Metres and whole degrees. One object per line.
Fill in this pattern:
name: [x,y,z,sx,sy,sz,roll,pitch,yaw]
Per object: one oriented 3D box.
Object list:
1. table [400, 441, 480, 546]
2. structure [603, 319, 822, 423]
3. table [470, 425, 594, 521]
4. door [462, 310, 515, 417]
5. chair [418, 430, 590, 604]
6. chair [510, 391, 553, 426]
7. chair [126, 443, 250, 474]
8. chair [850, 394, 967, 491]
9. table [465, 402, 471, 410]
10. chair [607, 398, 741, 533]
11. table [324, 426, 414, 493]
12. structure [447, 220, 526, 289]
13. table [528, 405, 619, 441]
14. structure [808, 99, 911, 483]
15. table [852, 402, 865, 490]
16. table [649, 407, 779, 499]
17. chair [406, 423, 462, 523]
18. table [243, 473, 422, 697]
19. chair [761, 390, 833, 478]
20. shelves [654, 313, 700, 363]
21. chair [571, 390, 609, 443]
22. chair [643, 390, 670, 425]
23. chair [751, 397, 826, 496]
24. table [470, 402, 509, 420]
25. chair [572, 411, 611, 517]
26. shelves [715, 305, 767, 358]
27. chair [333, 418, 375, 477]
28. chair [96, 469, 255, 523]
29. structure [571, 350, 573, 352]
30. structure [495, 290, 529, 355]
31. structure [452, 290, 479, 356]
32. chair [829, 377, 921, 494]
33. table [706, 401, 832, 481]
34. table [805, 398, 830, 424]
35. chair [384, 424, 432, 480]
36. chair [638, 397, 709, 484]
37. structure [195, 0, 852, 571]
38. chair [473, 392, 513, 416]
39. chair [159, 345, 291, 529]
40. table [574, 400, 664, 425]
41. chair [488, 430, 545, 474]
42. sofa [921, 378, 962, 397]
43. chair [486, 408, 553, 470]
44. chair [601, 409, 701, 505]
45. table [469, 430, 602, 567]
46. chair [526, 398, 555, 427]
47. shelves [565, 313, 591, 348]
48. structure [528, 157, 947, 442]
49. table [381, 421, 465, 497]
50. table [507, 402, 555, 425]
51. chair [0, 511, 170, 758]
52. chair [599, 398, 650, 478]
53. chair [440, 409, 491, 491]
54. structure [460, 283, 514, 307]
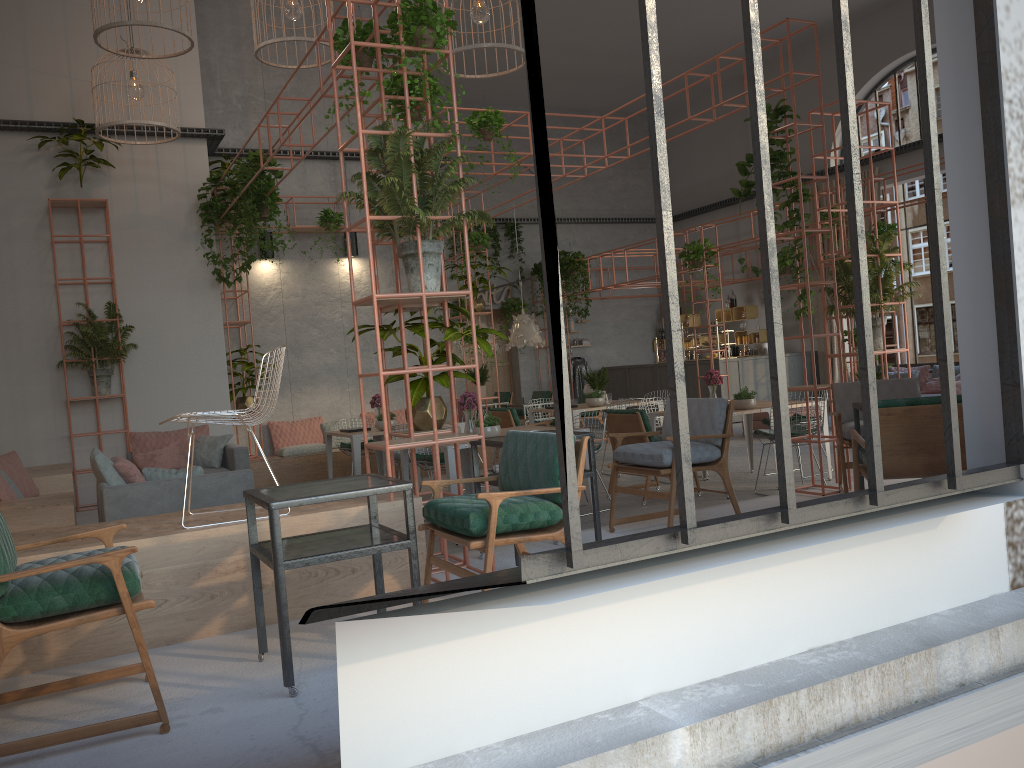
table: [-0.462,0.910,8.023,0.694,0.830,1.205,-5,1,-27]
structure: [4.172,-0.305,19.173,2.579,2.022,4.057,-5,1,-27]
table: [0.155,0.852,8.337,0.694,0.830,1.214,-5,1,-27]
door: [-0.728,-0.294,20.337,1.360,2.729,0.551,-5,1,-27]
chair: [-0.037,0.720,4.367,0.685,0.929,0.722,-5,1,-27]
chair: [0.395,0.614,16.916,0.685,0.930,0.722,-5,1,-27]
chair: [-3.419,1.017,9.390,1.127,0.672,1.052,-5,1,-27]
chair: [2.332,0.515,4.972,0.722,0.917,0.685,-4,1,13]
table: [-1.211,0.790,18.064,0.635,0.798,0.602,-5,1,-27]
chair: [1.132,0.582,6.257,0.685,0.929,0.722,-5,1,-27]
table: [-1.686,0.959,10.469,0.694,0.830,1.205,-5,1,-27]
structure: [-0.589,-2.825,19.534,1.939,1.514,0.856,-6,1,-32]
table: [0.828,0.723,11.731,0.694,0.830,1.205,-5,1,-27]
structure: [3.286,-0.786,8.292,0.624,3.602,0.424,-5,1,-27]
table: [2.678,0.522,5.977,0.602,0.798,0.635,-4,1,13]
table: [2.090,0.683,9.250,0.694,0.830,1.205,-5,1,-27]
chair: [-0.715,0.866,8.956,0.565,0.941,0.717,-5,1,-25]
table: [-0.799,0.855,3.977,0.635,0.798,0.602,-5,1,-27]
chair: [3.143,0.526,9.806,0.717,0.941,0.565,-5,1,-30]
shelves: [4.005,-0.693,20.802,0.328,1.838,1.750,-5,1,-27]
chair: [1.186,0.581,15.333,0.685,0.929,0.722,-5,1,-27]
chair: [1.882,0.578,12.287,0.717,0.941,0.565,-5,1,-30]
chair: [2.674,0.593,8.526,0.565,0.941,0.717,-5,1,-10]
table: [-0.426,0.759,16.495,0.635,0.798,0.602,-5,1,-27]
chair: [0.592,0.765,8.579,0.717,0.941,0.565,-5,1,-30]
shelves: [4.864,-0.728,19.086,0.328,1.838,1.750,-5,1,-27]
chair: [-1.939,0.916,11.402,0.565,0.941,0.717,-5,1,-25]
chair: [-2.587,0.959,6.812,1.056,0.586,1.127,-5,1,-27]
structure: [1.387,-0.770,20.569,0.066,0.044,0.019,-5,1,-27]
structure: [-0.020,-1.408,20.017,0.950,1.527,0.921,-5,1,-28]
structure: [-1.179,-1.318,19.388,0.921,1.527,0.950,-5,1,7]
chair: [2.863,0.433,6.803,0.722,0.914,0.685,-4,1,13]
table: [2.709,0.625,9.565,0.694,0.830,1.214,-5,1,-27]
table: [5.402,0.479,14.810,0.520,0.455,0.916,-5,1,-27]
chair: [-1.101,0.881,9.745,0.565,0.941,0.717,-5,1,-10]
chair: [1.836,0.627,10.183,0.565,0.941,0.717,-5,1,-25]
structure: [-2.147,-1.004,12.545,4.501,4.345,14.096,-5,1,-28]
chair: [-0.381,0.645,18.466,0.685,0.930,0.722,-5,1,-27]
chair: [-1.588,0.276,4.973,0.717,0.941,0.565,-5,1,-18]
table: [1.447,0.664,12.046,0.694,0.830,1.214,-5,1,-27]
chair: [0.122,0.832,7.299,0.565,0.941,0.717,-5,1,-10]
sofa: [6.241,0.309,14.460,1.960,0.672,2.219,-5,1,-26]
chair: [0.133,0.745,11.496,0.685,0.917,0.722,-5,1,-27]
chair: [1.393,0.694,9.014,0.685,0.917,0.722,-5,1,-27]
table: [0.155,0.737,5.775,0.635,0.798,0.602,-5,1,-27]
chair: [0.575,0.679,12.664,0.565,0.941,0.717,-5,1,-25]
shelves: [1.549,-1.253,20.570,0.560,0.790,0.186,-5,1,-26]
structure: [5.334,-1.110,14.509,4.157,4.247,14.689,-5,1,-27]
table: [-1.067,0.901,10.784,0.694,0.830,1.214,-5,1,-27]
table: [0.359,0.727,14.926,0.635,0.798,0.602,-5,1,-27]
chair: [-1.785,0.885,3.489,0.685,0.929,0.722,-5,1,-27]
chair: [1.413,0.645,11.008,0.565,0.941,0.717,-5,1,-10]
chair: [-0.632,0.815,11.025,0.717,0.941,0.565,-5,1,-30]
structure: [-0.572,-1.987,19.645,1.312,0.505,0.063,-5,1,-27]
